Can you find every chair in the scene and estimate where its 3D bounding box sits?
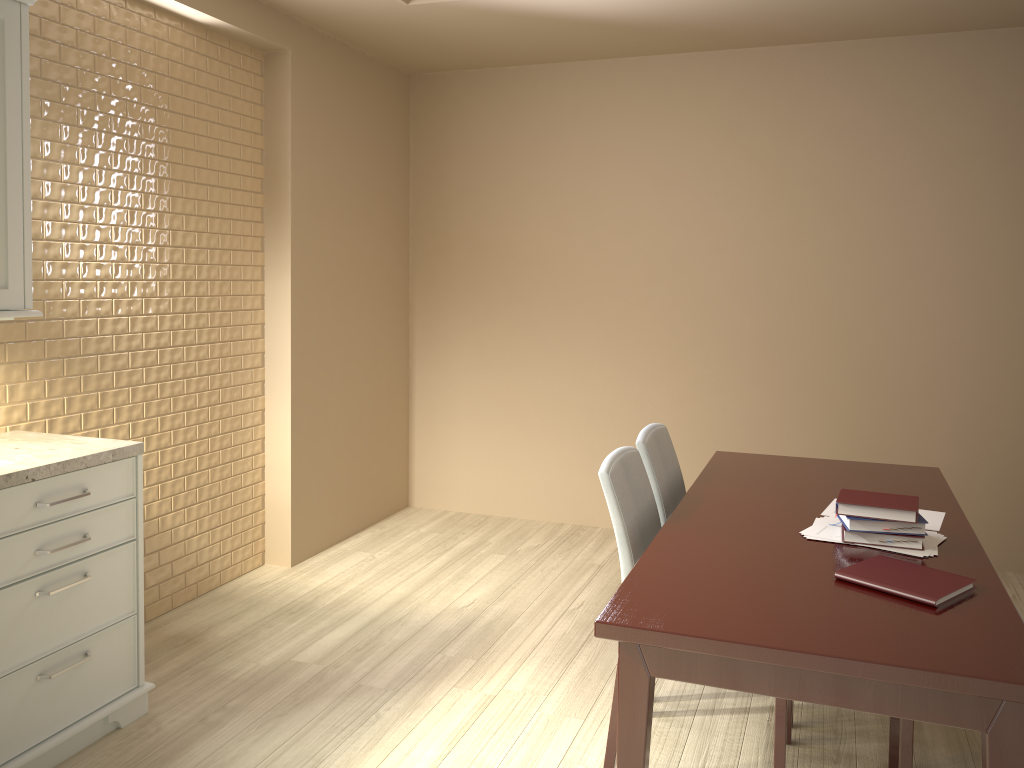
[{"bbox_3d":[0.667,0.564,2.835,0.506,0.825,0.401,2,4,20],"label":"chair"},{"bbox_3d":[0.510,0.613,2.407,0.506,0.825,0.401,2,4,20],"label":"chair"},{"bbox_3d":[1.181,0.655,2.111,0.506,0.825,0.401,2,4,20],"label":"chair"}]

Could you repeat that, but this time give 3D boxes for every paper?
[{"bbox_3d":[1.013,0.354,2.411,0.291,0.001,0.211,5,8,30],"label":"paper"},{"bbox_3d":[0.896,0.376,2.196,0.291,0.001,0.211,5,8,30],"label":"paper"},{"bbox_3d":[0.896,0.375,2.196,0.291,0.001,0.211,6,9,40],"label":"paper"},{"bbox_3d":[0.896,0.376,2.196,0.290,0.001,0.211,4,7,25],"label":"paper"},{"bbox_3d":[0.896,0.374,2.196,0.291,0.001,0.211,5,8,35],"label":"paper"}]

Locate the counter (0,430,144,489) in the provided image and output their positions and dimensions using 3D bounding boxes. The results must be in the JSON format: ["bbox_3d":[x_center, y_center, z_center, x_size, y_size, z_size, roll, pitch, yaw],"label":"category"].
[{"bbox_3d":[-1.708,0.294,1.669,0.523,0.035,2.208,3,7,20],"label":"counter"}]

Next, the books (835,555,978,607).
[{"bbox_3d":[0.826,0.410,1.855,0.194,0.017,0.216,-5,9,-40],"label":"books"}]

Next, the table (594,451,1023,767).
[{"bbox_3d":[0.803,0.700,2.345,0.752,0.677,1.767,2,6,20],"label":"table"}]

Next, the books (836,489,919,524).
[{"bbox_3d":[0.899,0.297,2.172,0.183,0.032,0.165,4,7,25],"label":"books"}]

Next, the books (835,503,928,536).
[{"bbox_3d":[0.904,0.329,2.172,0.183,0.032,0.165,2,7,10],"label":"books"}]

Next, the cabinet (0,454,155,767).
[{"bbox_3d":[-1.747,0.692,1.711,0.638,0.790,2.230,2,6,20],"label":"cabinet"}]

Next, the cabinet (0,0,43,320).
[{"bbox_3d":[-1.751,-0.431,1.637,0.411,1.108,1.937,2,6,20],"label":"cabinet"}]

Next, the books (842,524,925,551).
[{"bbox_3d":[0.908,0.361,2.173,0.183,0.032,0.165,3,7,20],"label":"books"}]
